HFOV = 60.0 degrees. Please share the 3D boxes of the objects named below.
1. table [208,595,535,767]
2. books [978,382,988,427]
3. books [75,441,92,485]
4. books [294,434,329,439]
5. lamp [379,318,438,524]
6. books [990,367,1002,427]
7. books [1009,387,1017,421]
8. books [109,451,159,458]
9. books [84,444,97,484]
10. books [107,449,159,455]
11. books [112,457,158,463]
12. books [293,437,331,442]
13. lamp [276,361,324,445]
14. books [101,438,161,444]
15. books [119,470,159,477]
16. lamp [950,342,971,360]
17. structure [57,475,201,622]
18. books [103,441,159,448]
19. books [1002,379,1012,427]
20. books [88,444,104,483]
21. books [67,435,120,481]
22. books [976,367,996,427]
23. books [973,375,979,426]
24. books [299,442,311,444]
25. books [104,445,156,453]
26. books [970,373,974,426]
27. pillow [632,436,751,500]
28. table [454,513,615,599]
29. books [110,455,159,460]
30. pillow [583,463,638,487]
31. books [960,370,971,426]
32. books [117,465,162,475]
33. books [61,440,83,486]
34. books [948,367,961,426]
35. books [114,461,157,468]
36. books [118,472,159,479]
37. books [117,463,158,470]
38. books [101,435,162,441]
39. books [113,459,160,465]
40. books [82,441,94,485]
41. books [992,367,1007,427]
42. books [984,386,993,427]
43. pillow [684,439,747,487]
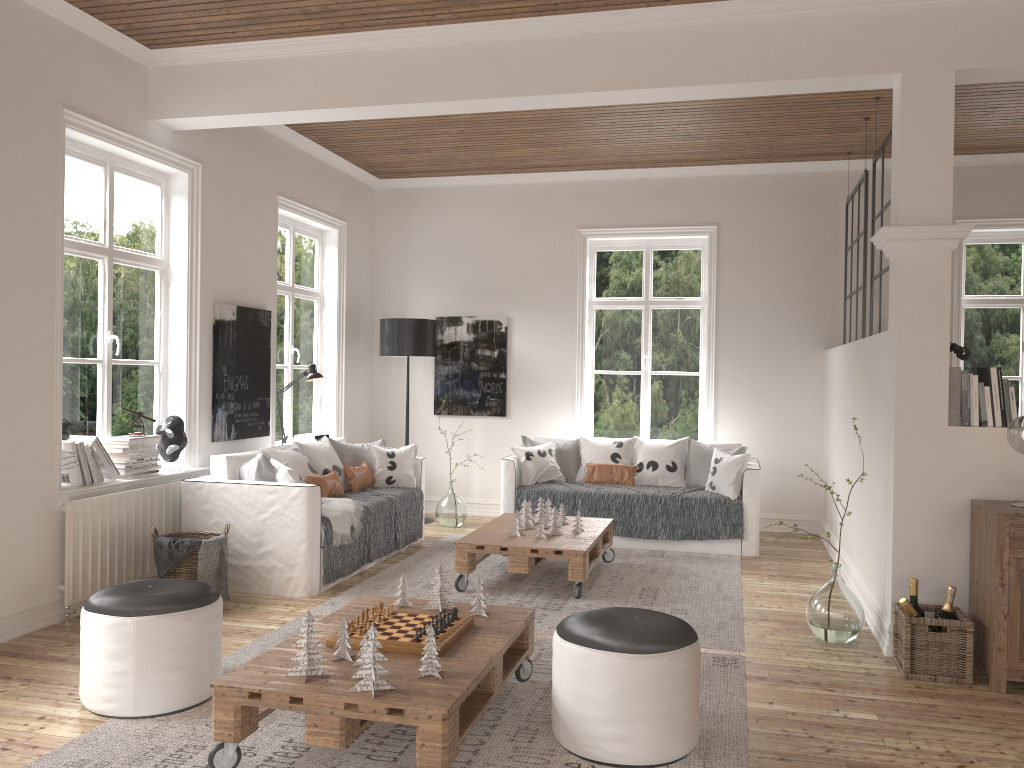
[{"bbox_3d":[-0.419,1.091,3.253,0.821,0.300,1.189,1,1,14],"label":"table"},{"bbox_3d":[2.174,0.094,4.127,0.044,0.203,0.141,1,1,14],"label":"books"},{"bbox_3d":[-2.308,0.413,4.644,0.172,0.235,0.112,1,1,14],"label":"books"},{"bbox_3d":[-1.638,0.429,7.259,0.190,0.028,0.239,1,1,16],"label":"books"},{"bbox_3d":[-0.915,0.318,7.754,0.499,1.754,0.499,1,1,11],"label":"lamp"},{"bbox_3d":[2.235,0.060,4.146,0.054,0.272,0.200,1,1,14],"label":"books"},{"bbox_3d":[2.305,0.105,4.116,0.045,0.185,0.152,1,1,14],"label":"books"},{"bbox_3d":[-2.193,0.405,5.120,0.167,0.017,0.263,1,1,14],"label":"books"},{"bbox_3d":[-2.300,0.421,4.705,0.161,0.218,0.101,1,1,14],"label":"books"},{"bbox_3d":[-2.209,0.389,5.115,0.182,0.016,0.288,1,1,14],"label":"books"},{"bbox_3d":[-2.196,0.433,5.102,0.159,0.012,0.285,1,1,14],"label":"books"},{"bbox_3d":[-1.639,0.454,7.269,0.212,0.023,0.258,1,1,14],"label":"books"},{"bbox_3d":[-1.642,0.174,6.795,0.439,0.703,0.196,1,1,14],"label":"lamp"},{"bbox_3d":[-2.192,0.325,5.106,0.182,0.016,0.288,1,1,14],"label":"books"},{"bbox_3d":[-2.188,0.512,5.101,0.159,0.012,0.285,1,1,14],"label":"books"},{"bbox_3d":[2.161,-0.156,4.343,0.156,0.101,0.101,1,1,14],"label":"lamp"},{"bbox_3d":[-2.114,0.992,5.045,0.095,0.829,1.223,1,1,14],"label":"structure"},{"bbox_3d":[-2.192,0.344,5.107,0.174,0.021,0.273,1,1,14],"label":"books"},{"bbox_3d":[2.279,0.088,4.123,0.047,0.219,0.171,1,1,14],"label":"books"},{"bbox_3d":[-2.285,0.424,4.741,0.161,0.213,0.118,1,1,14],"label":"books"},{"bbox_3d":[-2.272,0.402,4.808,0.176,0.255,0.226,1,1,14],"label":"books"},{"bbox_3d":[2.216,0.058,4.147,0.038,0.274,0.200,1,1,14],"label":"books"},{"bbox_3d":[2.153,0.077,4.166,0.031,0.236,0.200,1,1,14],"label":"books"},{"bbox_3d":[-1.633,0.477,7.259,0.191,0.023,0.242,1,1,12],"label":"books"},{"bbox_3d":[-2.213,0.367,5.092,0.180,0.028,0.296,1,1,14],"label":"books"},{"bbox_3d":[2.136,0.072,4.170,0.019,0.243,0.205,1,1,14],"label":"books"},{"bbox_3d":[1.386,0.646,6.877,1.081,0.450,0.403,1,1,38],"label":"pillow"},{"bbox_3d":[0.174,1.080,5.670,0.821,0.300,1.189,1,1,14],"label":"table"},{"bbox_3d":[-2.187,0.421,5.112,0.161,0.012,0.254,1,1,14],"label":"books"},{"bbox_3d":[0.776,0.721,6.994,0.420,0.179,0.127,1,1,16],"label":"pillow"},{"bbox_3d":[2.111,0.065,4.170,0.046,0.257,0.193,1,1,14],"label":"books"},{"bbox_3d":[-2.197,0.492,5.106,0.176,0.025,0.331,1,1,14],"label":"books"},{"bbox_3d":[-2.329,0.410,4.604,0.172,0.239,0.093,1,1,14],"label":"books"},{"bbox_3d":[2.065,0.057,4.184,0.050,0.271,0.200,1,1,14],"label":"books"},{"bbox_3d":[-2.212,0.460,5.105,0.182,0.016,0.288,1,1,14],"label":"books"},{"bbox_3d":[-2.188,0.524,5.117,0.161,0.012,0.254,1,1,14],"label":"books"},{"bbox_3d":[-2.193,0.474,5.118,0.161,0.013,0.254,1,1,14],"label":"books"},{"bbox_3d":[-2.183,0.309,5.097,0.182,0.016,0.288,1,1,14],"label":"books"},{"bbox_3d":[-2.183,0.445,5.122,0.161,0.013,0.256,1,1,14],"label":"books"},{"bbox_3d":[-2.303,0.415,4.675,0.152,0.232,0.104,1,1,14],"label":"books"},{"bbox_3d":[2.258,0.059,4.142,0.048,0.274,0.210,1,1,14],"label":"books"},{"bbox_3d":[2.196,0.103,4.118,0.042,0.185,0.125,1,1,14],"label":"books"},{"bbox_3d":[1.585,0.659,6.906,0.292,0.437,0.546,0,1,-43],"label":"pillow"}]
